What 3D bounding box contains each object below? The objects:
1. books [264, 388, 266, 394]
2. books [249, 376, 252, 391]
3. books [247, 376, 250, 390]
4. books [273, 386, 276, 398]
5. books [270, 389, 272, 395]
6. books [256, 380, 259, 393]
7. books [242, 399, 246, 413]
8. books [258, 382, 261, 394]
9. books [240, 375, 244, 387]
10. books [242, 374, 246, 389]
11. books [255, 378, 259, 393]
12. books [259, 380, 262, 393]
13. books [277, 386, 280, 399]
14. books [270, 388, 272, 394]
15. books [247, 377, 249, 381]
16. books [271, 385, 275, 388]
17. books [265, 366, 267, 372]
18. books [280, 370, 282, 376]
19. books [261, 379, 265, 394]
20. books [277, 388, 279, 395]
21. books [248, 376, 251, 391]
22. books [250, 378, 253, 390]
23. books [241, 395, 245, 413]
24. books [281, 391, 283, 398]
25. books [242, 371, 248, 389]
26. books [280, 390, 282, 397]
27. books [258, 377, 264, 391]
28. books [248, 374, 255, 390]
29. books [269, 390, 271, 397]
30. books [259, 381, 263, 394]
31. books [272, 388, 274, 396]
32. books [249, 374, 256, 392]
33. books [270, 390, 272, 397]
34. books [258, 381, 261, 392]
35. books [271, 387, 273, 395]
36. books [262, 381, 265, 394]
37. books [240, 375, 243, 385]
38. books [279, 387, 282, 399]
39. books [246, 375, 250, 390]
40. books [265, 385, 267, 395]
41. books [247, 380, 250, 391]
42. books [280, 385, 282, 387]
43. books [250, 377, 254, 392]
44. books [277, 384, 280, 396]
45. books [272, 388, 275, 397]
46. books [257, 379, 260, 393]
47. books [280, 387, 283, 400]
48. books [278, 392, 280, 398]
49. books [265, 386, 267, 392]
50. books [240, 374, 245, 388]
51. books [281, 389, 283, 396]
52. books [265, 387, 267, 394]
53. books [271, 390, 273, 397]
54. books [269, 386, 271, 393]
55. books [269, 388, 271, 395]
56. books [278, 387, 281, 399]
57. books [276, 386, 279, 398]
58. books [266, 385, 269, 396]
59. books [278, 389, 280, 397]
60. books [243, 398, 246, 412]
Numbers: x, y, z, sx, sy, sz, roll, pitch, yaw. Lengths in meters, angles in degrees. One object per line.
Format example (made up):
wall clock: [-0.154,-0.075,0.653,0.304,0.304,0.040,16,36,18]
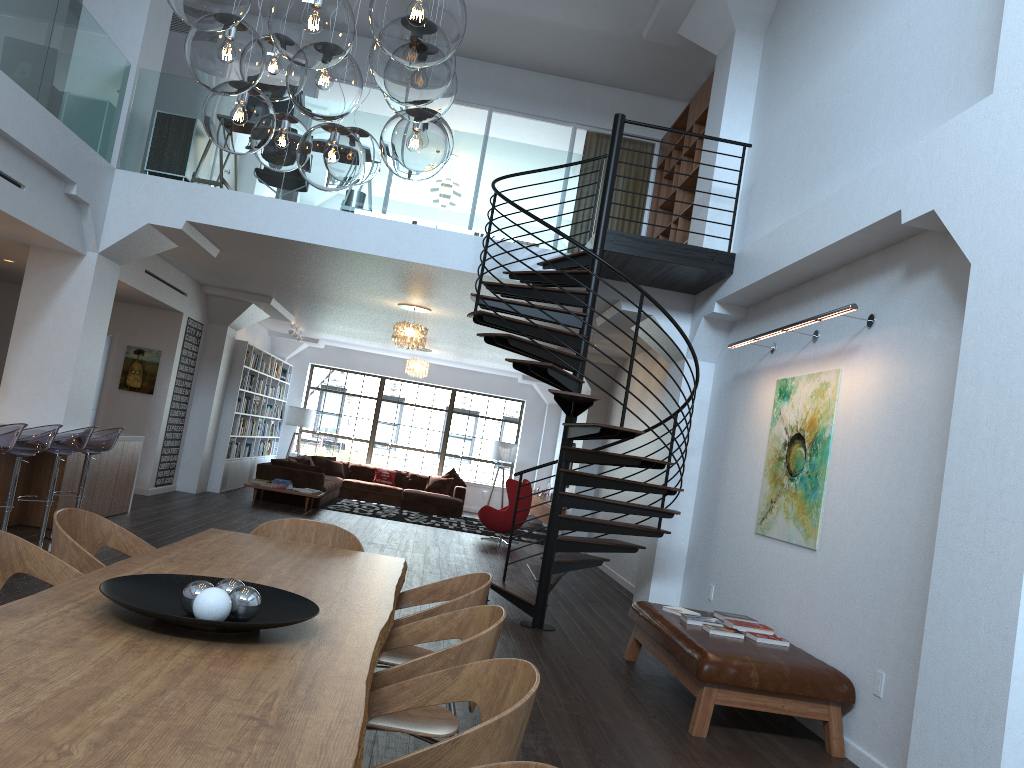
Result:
books: [-4.565,0.117,16.200,0.107,0.167,0.017,10,-5,-4]
books: [-4.467,-0.019,14.855,0.183,0.253,0.042,10,-5,-4]
books: [-4.455,-0.032,14.703,0.180,0.259,0.042,10,-5,-4]
books: [-4.664,0.144,17.142,0.158,0.226,0.052,10,-5,-4]
books: [-4.616,0.156,16.784,0.106,0.162,0.032,10,-5,-4]
books: [-4.496,0.024,15.374,0.174,0.239,0.045,10,-5,-4]
books: [-4.496,0.347,14.595,0.174,0.239,0.045,10,-5,-4]
books: [-4.517,0.047,15.602,0.161,0.223,0.027,10,-5,-4]
books: [-4.389,-0.050,14.156,0.152,0.232,0.104,10,-5,-4]
books: [-4.399,-0.048,14.271,0.174,0.242,0.105,10,-5,-4]
books: [-4.485,0.013,15.302,0.182,0.253,0.034,10,-5,-4]
books: [-4.528,0.039,15.670,0.170,0.245,0.057,10,-5,-4]
books: [-4.682,0.153,17.455,0.183,0.253,0.034,10,-5,-5]
books: [-4.614,0.152,16.760,0.107,0.167,0.017,10,-5,-4]
books: [-4.436,-0.030,14.527,0.174,0.236,0.142,10,-5,-4]
books: [-4.656,0.139,17.094,0.140,0.231,0.042,10,-5,-4]
books: [-4.485,-0.260,15.964,0.110,0.153,0.019,10,-5,-4]
books: [-4.613,-0.205,17.387,0.161,0.223,0.032,10,-5,-4]
books: [-4.548,0.032,15.859,0.197,0.283,0.065,10,-5,-4]
books: [-4.669,0.164,17.373,0.161,0.223,0.026,10,-5,-5]
books: [-4.457,-0.019,14.782,0.171,0.246,0.039,10,-5,-4]
books: [-4.458,0.001,14.891,0.161,0.223,0.032,10,-5,-4]
books: [-4.491,0.316,14.520,0.176,0.290,0.053,10,-5,-4]
books: [-4.721,0.197,17.902,0.161,0.223,0.026,10,-5,-5]
books: [-4.394,-0.065,14.350,0.176,0.290,0.053,10,-5,-4]
books: [-4.708,0.167,17.731,0.180,0.259,0.060,10,-5,-5]
books: [-4.538,0.025,15.799,0.176,0.290,0.053,10,-5,-4]
books: [-4.492,-0.021,15.081,0.198,0.284,0.049,10,-5,-4]
books: [-4.618,0.145,16.710,0.126,0.173,0.032,10,-5,-4]
books: [-4.530,0.046,15.721,0.174,0.239,0.045,10,-5,-4]
books: [-4.650,0.151,17.012,0.136,0.196,0.045,10,-5,-4]
books: [-4.480,-0.017,15.134,0.176,0.291,0.053,10,-5,-4]
books: [-4.625,0.155,16.810,0.120,0.167,0.020,10,-5,-4]
books: [-4.517,0.045,15.575,0.161,0.223,0.026,10,-5,-4]
books: [-4.645,0.150,16.910,0.134,0.184,0.030,10,-5,-4]
books: [-4.543,0.055,15.931,0.159,0.250,0.026,10,-5,-4]
books: [-4.391,-0.046,14.126,0.161,0.218,0.101,10,-5,-4]
books: [-4.693,0.166,17.649,0.183,0.253,0.034,10,-5,-5]
books: [-4.442,-0.033,14.617,0.183,0.253,0.042,10,-5,-4]
books: [-4.584,0.109,16.305,0.139,0.191,0.036,10,-5,-4]
books: [-4.456,-0.024,14.743,0.160,0.251,0.039,10,-5,-4]
books: [-4.702,0.149,17.685,0.176,0.290,0.036,10,-5,-5]
books: [-4.468,-0.003,14.967,0.174,0.240,0.054,10,-5,-4]
books: [-4.676,0.132,17.414,0.176,0.290,0.053,10,-5,-5]
books: [-4.651,0.157,17.052,0.139,0.191,0.036,10,-5,-4]
books: [-4.505,0.024,15.474,0.182,0.253,0.034,10,-5,-4]
books: [-4.723,0.176,17.828,0.183,0.253,0.034,10,-5,-5]
books: [-4.693,0.176,17.574,0.161,0.223,0.027,10,-5,-5]
books: [-4.578,0.115,16.249,0.126,0.173,0.032,10,-5,-4]
books: [-4.389,-0.049,14.188,0.172,0.235,0.112,10,-5,-4]
books: [-4.727,0.185,17.866,0.174,0.240,0.045,10,-5,-5]
books: [-4.580,0.114,16.276,0.128,0.178,0.021,10,-5,-4]
books: [-4.641,0.156,16.936,0.128,0.178,0.021,10,-5,-4]
books: [-4.605,0.123,16.596,0.146,0.202,0.027,10,-5,-4]
books: [-4.614,0.132,16.654,0.139,0.191,0.036,10,-5,-4]
books: [-4.702,0.168,17.609,0.174,0.240,0.045,10,-5,-5]
books: [-4.667,0.148,17.348,0.160,0.250,0.026,10,-5,-5]
books: [-4.585,0.109,16.365,0.146,0.202,0.027,10,-5,-4]
books: [-4.681,0.156,17.489,0.183,0.253,0.034,10,-5,-5]
books: [-4.503,0.346,14.646,0.170,0.245,0.057,10,-5,-4]
